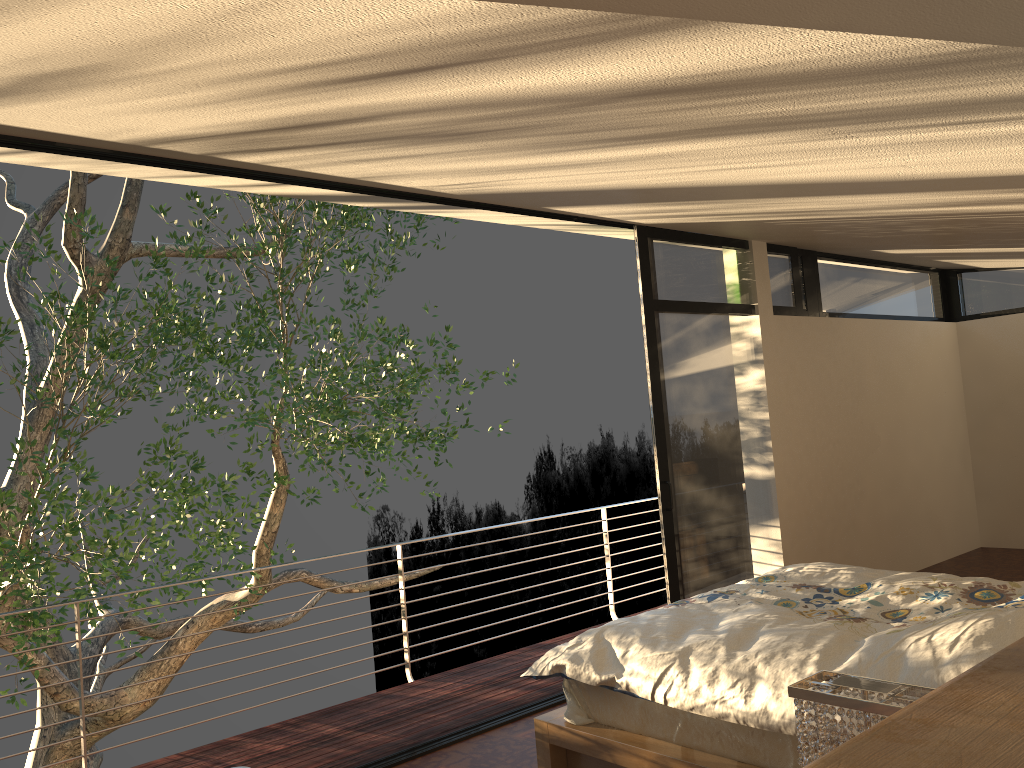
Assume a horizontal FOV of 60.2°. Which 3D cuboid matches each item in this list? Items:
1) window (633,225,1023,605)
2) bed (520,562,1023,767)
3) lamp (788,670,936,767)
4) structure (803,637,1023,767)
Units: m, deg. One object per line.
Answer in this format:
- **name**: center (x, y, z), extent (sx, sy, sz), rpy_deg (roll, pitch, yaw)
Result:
- **window**: center (2.198, 0.029, 2.041), extent (10.683, 2.515, 6.598), rpy_deg (-2, -4, -42)
- **bed**: center (1.410, 1.062, 3.219), extent (1.893, 0.712, 2.077), rpy_deg (-2, -4, -41)
- **lamp**: center (0.633, 0.898, 1.539), extent (0.168, 0.730, 0.251), rpy_deg (-2, -5, -41)
- **structure**: center (2.272, 0.816, 2.421), extent (6.000, 0.974, 0.297), rpy_deg (-2, -4, -41)
